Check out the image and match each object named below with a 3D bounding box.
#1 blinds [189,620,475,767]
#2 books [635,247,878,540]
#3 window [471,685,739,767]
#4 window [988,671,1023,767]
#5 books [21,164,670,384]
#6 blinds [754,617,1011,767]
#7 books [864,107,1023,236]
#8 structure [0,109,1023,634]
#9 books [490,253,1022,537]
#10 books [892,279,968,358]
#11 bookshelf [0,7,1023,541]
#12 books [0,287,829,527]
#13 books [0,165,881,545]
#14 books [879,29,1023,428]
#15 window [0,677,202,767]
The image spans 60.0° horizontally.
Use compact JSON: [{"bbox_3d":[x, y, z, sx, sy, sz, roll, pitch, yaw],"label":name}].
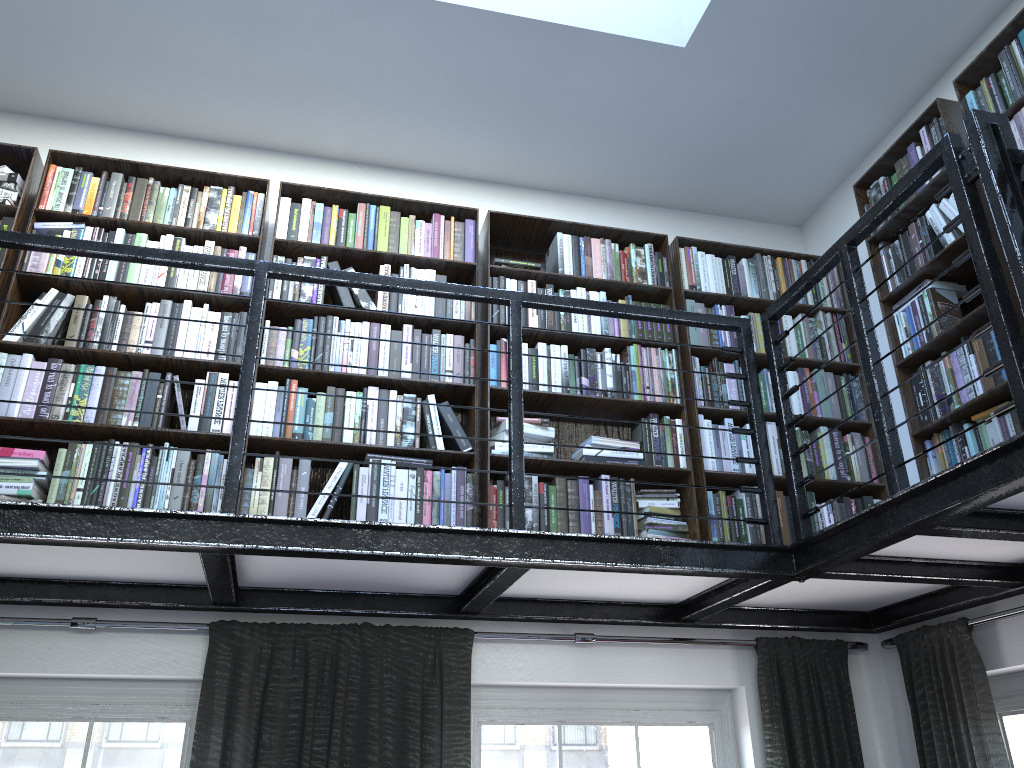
[{"bbox_3d":[-1.341,1.870,2.498,2.506,2.423,0.123,6,-27,-13],"label":"blinds"},{"bbox_3d":[-0.577,-0.102,3.599,4.432,1.434,0.223,5,-27,-13],"label":"books"},{"bbox_3d":[0.347,1.939,3.170,1.166,1.630,0.131,6,-27,-13],"label":"window"},{"bbox_3d":[1.927,1.637,2.565,0.133,1.630,1.150,6,-27,-13],"label":"window"},{"bbox_3d":[-0.586,-0.359,3.734,2.634,0.840,0.210,5,-27,-13],"label":"books"},{"bbox_3d":[1.652,1.850,2.539,0.525,2.417,1.729,15,-30,-29],"label":"blinds"},{"bbox_3d":[-0.248,-0.600,2.534,4.380,1.427,1.152,5,-27,-13],"label":"books"},{"bbox_3d":[-0.040,0.610,0.971,4.485,3.407,4.547,6,-26,-13],"label":"structure"},{"bbox_3d":[-0.475,-0.306,3.176,4.432,1.451,1.266,5,-26,-11],"label":"books"},{"bbox_3d":[-0.216,-0.578,2.264,4.331,1.158,1.575,6,-26,-13],"label":"books"},{"bbox_3d":[-0.238,-0.592,2.385,4.472,1.642,3.043,6,-26,-13],"label":"bookshelf"},{"bbox_3d":[-0.217,0.074,3.624,3.389,1.140,0.237,5,-27,-13],"label":"books"},{"bbox_3d":[-0.577,-0.094,3.590,4.438,1.418,0.238,5,-27,-12],"label":"books"},{"bbox_3d":[-0.134,-0.821,2.065,4.373,1.431,2.173,6,-26,-13],"label":"books"},{"bbox_3d":[-1.599,1.755,2.727,1.166,1.630,0.131,6,-27,-13],"label":"window"}]
